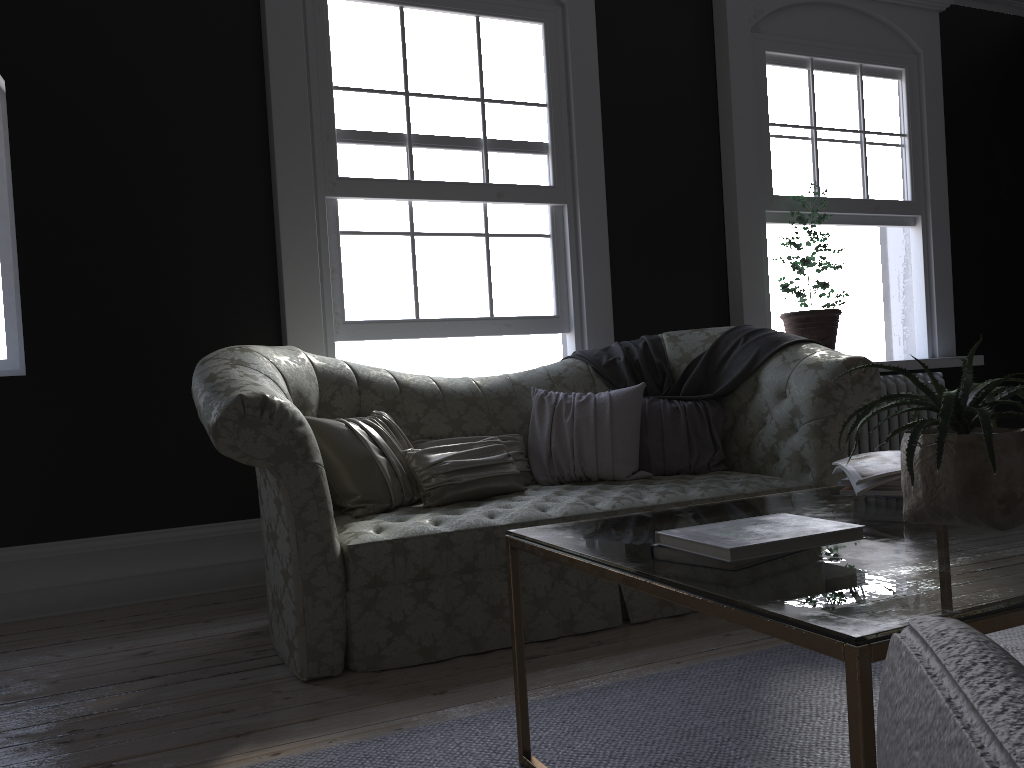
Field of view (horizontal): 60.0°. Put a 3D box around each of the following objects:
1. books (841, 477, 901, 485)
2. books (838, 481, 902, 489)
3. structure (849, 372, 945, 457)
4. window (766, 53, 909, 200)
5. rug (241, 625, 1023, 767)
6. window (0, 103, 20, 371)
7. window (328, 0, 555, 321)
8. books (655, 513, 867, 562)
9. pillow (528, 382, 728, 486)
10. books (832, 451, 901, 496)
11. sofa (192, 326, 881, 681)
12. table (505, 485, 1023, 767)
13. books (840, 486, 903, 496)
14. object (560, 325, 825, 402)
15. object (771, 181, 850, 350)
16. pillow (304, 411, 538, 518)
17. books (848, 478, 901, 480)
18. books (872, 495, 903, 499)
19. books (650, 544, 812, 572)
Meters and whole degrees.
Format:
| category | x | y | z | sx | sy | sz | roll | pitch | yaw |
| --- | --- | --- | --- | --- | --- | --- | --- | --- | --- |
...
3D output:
| category | x | y | z | sx | sy | sz | roll | pitch | yaw |
| --- | --- | --- | --- | --- | --- | --- | --- | --- | --- |
| books | 1.020 | 0.233 | 2.272 | 0.253 | 0.011 | 0.318 | -3 | 0 | 37 |
| books | 1.034 | 0.243 | 2.281 | 0.318 | 0.011 | 0.253 | -4 | 0 | -43 |
| structure | 2.372 | 0.368 | 5.732 | 1.140 | 0.849 | 0.276 | -4 | 1 | -24 |
| window | 2.155 | -1.643 | 5.881 | 1.262 | 1.017 | 0.056 | -4 | 1 | -24 |
| rug | 1.004 | 0.833 | 1.809 | 3.643 | 0.050 | 2.106 | -3 | 0 | -24 |
| window | -2.739 | -0.773 | 4.095 | 0.740 | 1.457 | 0.112 | -4 | 1 | -24 |
| window | -0.344 | -1.163 | 4.740 | 1.262 | 1.672 | 0.056 | -4 | 1 | -24 |
| books | 0.455 | 0.278 | 1.633 | 0.307 | 0.024 | 0.220 | -3 | 0 | -24 |
| pillow | 0.549 | 0.214 | 4.127 | 0.963 | 0.462 | 0.405 | -4 | 1 | -17 |
| books | 0.976 | 0.202 | 2.234 | 0.273 | 0.109 | 0.322 | -3 | 0 | 10 |
| sofa | 0.066 | 0.353 | 3.958 | 2.811 | 1.161 | 1.606 | -4 | 0 | -24 |
| table | 0.883 | 0.573 | 1.921 | 1.448 | 0.558 | 1.093 | -4 | 0 | -24 |
| books | 1.000 | 0.256 | 2.255 | 0.253 | 0.011 | 0.318 | -3 | 0 | 32 |
| object | 0.880 | 0.015 | 4.444 | 1.367 | 0.585 | 0.516 | -3 | 1 | 25 |
| object | 1.883 | -0.683 | 5.588 | 0.474 | 1.134 | 0.505 | -3 | 1 | 15 |
| pillow | -0.348 | 0.290 | 3.693 | 1.105 | 0.416 | 0.529 | -4 | 0 | -25 |
| books | 1.038 | 0.222 | 2.273 | 0.253 | 0.011 | 0.318 | -3 | 0 | 37 |
| books | 1.059 | 0.269 | 2.287 | 0.231 | 0.023 | 0.162 | -3 | 0 | -24 |
| books | 0.432 | 0.307 | 1.695 | 0.289 | 0.030 | 0.193 | -4 | 0 | -40 |
